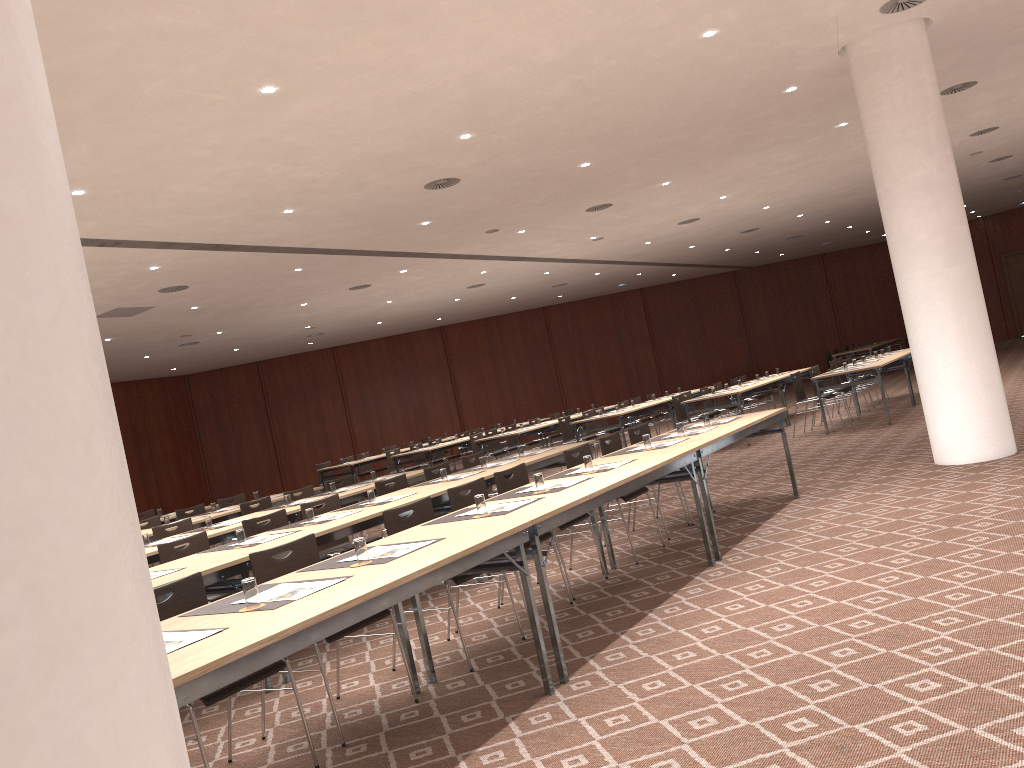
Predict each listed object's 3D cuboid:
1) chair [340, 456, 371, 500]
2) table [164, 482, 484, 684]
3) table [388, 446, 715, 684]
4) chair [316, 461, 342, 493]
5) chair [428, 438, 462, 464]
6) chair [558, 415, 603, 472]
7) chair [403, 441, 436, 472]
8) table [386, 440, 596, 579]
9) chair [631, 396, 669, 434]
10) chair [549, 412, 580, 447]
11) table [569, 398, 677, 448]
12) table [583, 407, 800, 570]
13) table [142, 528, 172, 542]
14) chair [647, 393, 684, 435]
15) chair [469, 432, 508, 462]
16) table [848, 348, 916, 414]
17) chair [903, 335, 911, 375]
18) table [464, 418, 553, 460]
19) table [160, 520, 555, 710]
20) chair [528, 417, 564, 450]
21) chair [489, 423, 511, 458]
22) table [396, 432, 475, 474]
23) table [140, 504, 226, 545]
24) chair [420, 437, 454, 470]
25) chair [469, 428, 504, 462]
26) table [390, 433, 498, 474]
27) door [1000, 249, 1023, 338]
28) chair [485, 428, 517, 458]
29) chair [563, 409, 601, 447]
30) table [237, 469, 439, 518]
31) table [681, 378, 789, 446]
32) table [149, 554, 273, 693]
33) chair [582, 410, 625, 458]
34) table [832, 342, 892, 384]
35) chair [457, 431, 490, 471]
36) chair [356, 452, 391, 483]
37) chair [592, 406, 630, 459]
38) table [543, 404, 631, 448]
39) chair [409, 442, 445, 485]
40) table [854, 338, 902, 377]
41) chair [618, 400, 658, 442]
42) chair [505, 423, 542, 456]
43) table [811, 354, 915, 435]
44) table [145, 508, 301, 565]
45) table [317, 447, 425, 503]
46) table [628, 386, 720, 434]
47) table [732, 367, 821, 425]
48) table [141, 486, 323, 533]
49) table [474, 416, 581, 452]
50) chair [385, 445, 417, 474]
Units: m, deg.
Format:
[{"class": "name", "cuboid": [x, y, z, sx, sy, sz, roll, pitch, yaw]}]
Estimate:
[{"class": "chair", "cuboid": [-3.338, 2.006, 19.046, 0.614, 0.939, 0.535, -12, -1, 31]}, {"class": "table", "cuboid": [-1.248, 1.407, 6.588, 0.954, 0.833, 2.265, -12, -1, 33]}, {"class": "table", "cuboid": [0.394, 1.041, 5.503, 0.954, 0.833, 2.265, -12, -1, 33]}, {"class": "chair", "cuboid": [-3.732, 2.080, 18.503, 0.614, 0.939, 0.535, -12, -1, 34]}, {"class": "chair", "cuboid": [-1.401, 1.586, 18.506, 0.614, 0.939, 0.535, -12, -1, 35]}, {"class": "chair", "cuboid": [1.130, 0.995, 15.256, 0.614, 0.939, 0.535, -12, -1, 32]}, {"class": "chair", "cuboid": [-2.205, 1.797, 20.915, 0.614, 0.939, 0.535, -12, -1, 30]}, {"class": "table", "cuboid": [-0.041, 1.184, 8.495, 0.954, 0.833, 2.265, -12, -1, 33]}, {"class": "chair", "cuboid": [2.715, 0.702, 17.762, 0.614, 0.939, 0.535, -12, -1, 35]}, {"class": "chair", "cuboid": [1.134, 1.053, 18.753, 0.614, 0.939, 0.535, -12, -1, 33]}, {"class": "table", "cuboid": [2.036, 0.861, 15.459, 0.954, 0.833, 2.265, -12, -1, 33]}, {"class": "table", "cuboid": [1.601, 0.817, 7.411, 0.954, 0.833, 2.265, -12, -1, 33]}, {"class": "table", "cuboid": [-4.533, 2.140, 8.757, 0.954, 0.833, 2.265, -12, -1, 33]}, {"class": "chair", "cuboid": [3.094, 0.628, 18.170, 0.614, 0.939, 0.535, -12, -1, 32]}, {"class": "chair", "cuboid": [-0.439, 1.345, 16.268, 0.614, 0.939, 0.535, -12, -1, 32]}, {"class": "table", "cuboid": [6.528, -0.095, 15.197, 0.954, 0.833, 2.265, -12, -1, 33]}, {"class": "chair", "cuboid": [9.872, -0.749, 21.682, 0.614, 0.939, 0.535, -12, -1, 35]}, {"class": "table", "cuboid": [-0.042, 1.370, 19.535, 0.954, 0.833, 2.265, -12, -1, 33]}, {"class": "table", "cuboid": [-0.813, 1.264, 3.596, 0.954, 0.833, 2.265, -12, -1, 33]}, {"class": "chair", "cuboid": [0.682, 1.140, 18.229, 0.614, 0.939, 0.535, -12, -1, 33]}, {"class": "chair", "cuboid": [-0.179, 1.360, 20.436, 0.614, 0.939, 0.535, -12, -1, 32]}, {"class": "table", "cuboid": [-1.684, 1.736, 20.620, 0.954, 0.833, 2.265, -12, -1, 33]}, {"class": "table", "cuboid": [-4.969, 2.283, 11.749, 0.954, 0.833, 2.265, -12, -1, 33]}, {"class": "chair", "cuboid": [-1.887, 1.740, 21.530, 0.614, 0.939, 0.535, -12, -1, 31]}, {"class": "chair", "cuboid": [-0.609, 1.442, 19.869, 0.614, 0.939, 0.535, -12, -1, 34]}, {"class": "table", "cuboid": [-1.249, 1.594, 17.628, 0.954, 0.833, 2.265, -12, -1, 33]}, {"class": "door", "cuboid": [16.844, -3.026, 27.599, 2.425, 2.699, 0.200, -12, -1, 33]}, {"class": "chair", "cuboid": [-0.175, 1.299, 16.874, 0.614, 0.939, 0.535, -12, -1, 31]}, {"class": "chair", "cuboid": [1.463, 0.994, 19.352, 0.614, 0.939, 0.535, -12, -1, 35]}, {"class": "table", "cuboid": [-1.684, 1.550, 9.580, 0.954, 0.833, 2.265, -12, -1, 33]}, {"class": "table", "cuboid": [3.679, 0.495, 14.374, 0.954, 0.833, 2.265, -12, -1, 33]}, {"class": "table", "cuboid": [-2.455, 1.631, 4.681, 0.954, 0.833, 2.265, -12, -1, 33]}, {"class": "chair", "cuboid": [1.576, 0.909, 15.771, 0.614, 0.939, 0.535, -12, -1, 30]}, {"class": "table", "cuboid": [9.109, -0.511, 22.955, 0.954, 0.833, 2.265, -12, -1, 33]}, {"class": "chair", "cuboid": [-0.851, 1.483, 19.296, 0.614, 0.939, 0.535, -12, -1, 34]}, {"class": "chair", "cuboid": [-3.086, 1.962, 19.635, 0.614, 0.939, 0.535, -12, -1, 30]}, {"class": "chair", "cuboid": [1.820, 0.868, 16.347, 0.614, 0.939, 0.535, -12, -1, 34]}, {"class": "table", "cuboid": [1.601, 1.004, 18.450, 0.954, 0.833, 2.265, -12, -1, 33]}, {"class": "chair", "cuboid": [-1.720, 1.644, 17.924, 0.614, 0.939, 0.535, -12, -1, 30]}, {"class": "table", "cuboid": [10.316, -0.734, 24.863, 0.954, 0.833, 2.265, -12, -1, 33]}, {"class": "chair", "cuboid": [2.381, 0.762, 17.122, 0.614, 0.939, 0.535, -12, -1, 35]}, {"class": "chair", "cuboid": [0.201, 1.227, 17.358, 0.614, 0.939, 0.535, -12, -1, 30]}, {"class": "table", "cuboid": [5.321, 0.128, 13.289, 0.954, 0.833, 2.265, -12, -1, 33]}, {"class": "table", "cuboid": [-2.891, 1.774, 7.673, 0.954, 0.833, 2.265, -12, -1, 33]}, {"class": "table", "cuboid": [-2.891, 1.960, 18.713, 0.954, 0.833, 2.265, -12, -1, 33]}, {"class": "table", "cuboid": [3.243, 0.638, 17.366, 0.954, 0.833, 2.265, -12, -1, 33]}, {"class": "table", "cuboid": [4.886, 0.271, 16.281, 0.954, 0.833, 2.265, -12, -1, 33]}, {"class": "table", "cuboid": [-3.326, 1.916, 10.665, 0.954, 0.833, 2.265, -12, -1, 33]}, {"class": "table", "cuboid": [0.394, 1.227, 16.543, 0.954, 0.833, 2.265, -12, -1, 33]}, {"class": "chair", "cuboid": [-2.596, 1.872, 20.410, 0.614, 0.939, 0.535, -12, -1, 35]}]
